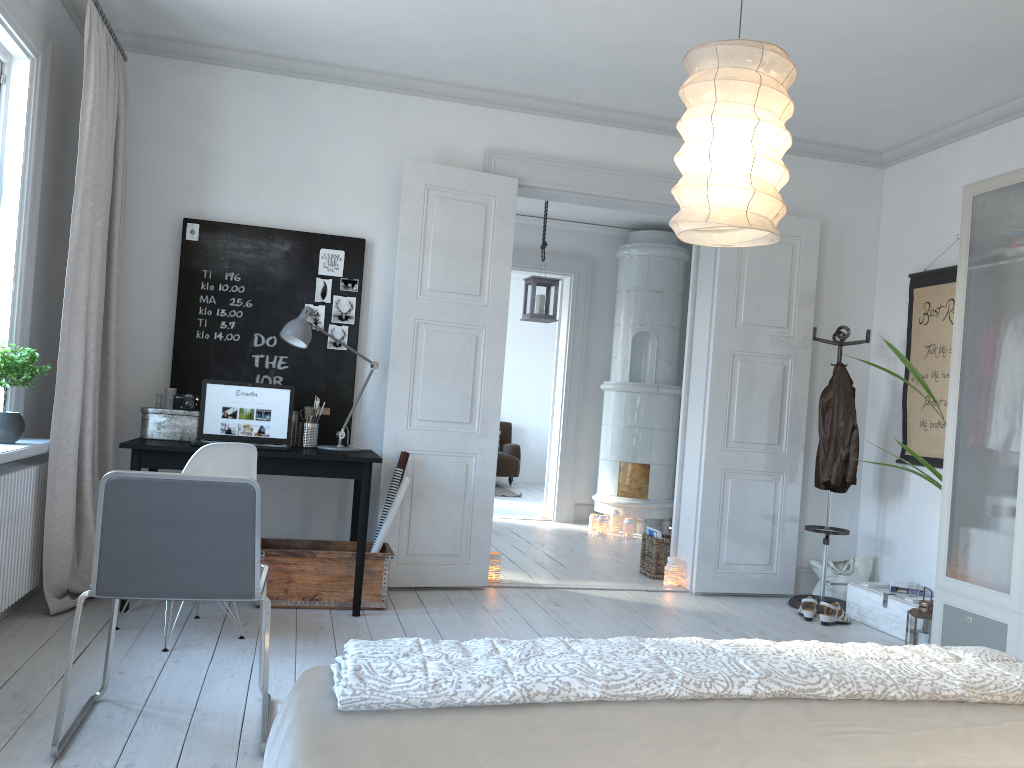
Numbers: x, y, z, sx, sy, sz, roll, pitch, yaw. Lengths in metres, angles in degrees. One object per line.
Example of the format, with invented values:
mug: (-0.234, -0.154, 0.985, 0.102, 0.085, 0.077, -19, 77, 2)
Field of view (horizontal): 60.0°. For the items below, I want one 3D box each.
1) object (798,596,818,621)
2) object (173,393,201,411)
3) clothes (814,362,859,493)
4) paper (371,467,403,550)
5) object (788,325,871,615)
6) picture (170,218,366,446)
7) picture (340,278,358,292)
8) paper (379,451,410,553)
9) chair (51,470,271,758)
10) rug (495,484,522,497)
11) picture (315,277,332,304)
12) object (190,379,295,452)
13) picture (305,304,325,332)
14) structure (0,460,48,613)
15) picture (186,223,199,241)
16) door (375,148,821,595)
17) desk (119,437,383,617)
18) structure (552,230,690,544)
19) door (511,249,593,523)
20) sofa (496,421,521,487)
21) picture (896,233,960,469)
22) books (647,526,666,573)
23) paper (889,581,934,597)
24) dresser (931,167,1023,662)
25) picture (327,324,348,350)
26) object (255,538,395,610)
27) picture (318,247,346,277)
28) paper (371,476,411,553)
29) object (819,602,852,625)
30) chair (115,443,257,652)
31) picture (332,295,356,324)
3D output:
object: (1.659, 1.241, 4.971, 0.099, 0.126, 0.272, 4, -1, 19)
object: (-1.599, 0.087, 4.365, 0.137, 0.087, 0.073, 5, -1, -13)
clothes: (1.910, 0.255, 5.181, 0.237, 0.770, 0.211, 4, -1, 20)
paper: (-0.681, 0.767, 4.602, 0.043, 0.669, 0.266, 4, -1, 32)
object: (1.892, 0.497, 5.251, 0.374, 1.658, 0.374, 4, 0, -6)
picture: (-1.314, -0.253, 4.783, 0.953, 1.172, 0.064, 4, 0, -14)
picture: (-0.890, -0.544, 4.852, 0.095, 0.071, 0.001, 5, 0, -14)
paper: (-0.668, 0.728, 4.676, 0.048, 0.747, 0.297, 4, -1, 32)
chair: (-0.999, 0.647, 2.694, 0.562, 0.797, 0.524, 4, -1, -13)
rug: (-0.856, 1.236, 10.843, 1.710, 0.055, 1.456, 5, -1, -13)
picture: (-1.025, -0.509, 4.820, 0.083, 0.146, 0.002, 4, 0, -14)
object: (-1.286, 0.148, 4.269, 0.446, 0.315, 0.325, 5, -1, -13)
picture: (-1.073, -0.360, 4.808, 0.107, 0.150, 0.001, 4, 0, -14)
structure: (-1.997, 0.604, 3.215, 0.195, 0.547, 1.505, 4, -1, -13)
picture: (-1.679, -0.800, 4.660, 0.061, 0.088, 0.004, 5, 0, -17)
door: (0.528, -0.025, 5.371, 2.599, 2.505, 0.577, 5, 0, -14)
desk: (-1.277, 0.688, 4.366, 1.160, 0.759, 0.651, 5, -1, -13)
structure: (1.102, 0.007, 8.052, 0.800, 2.827, 1.249, 4, -1, 32)
door: (-0.176, -0.004, 8.303, 2.599, 2.505, 0.577, 5, 0, -14)
sofa: (-1.000, 0.846, 11.589, 2.166, 0.824, 0.968, 5, -1, -14)
picture: (2.453, -0.182, 4.934, 0.057, 1.313, 0.793, 4, -1, -13)
books: (1.012, 1.113, 5.900, 0.201, 0.300, 0.179, 4, -1, -13)
paper: (2.181, 1.121, 4.841, 0.221, 0.031, 0.175, 4, -1, 19)
dresser: (2.377, 0.217, 3.296, 0.631, 2.162, 1.432, 4, -1, -13)
picture: (-0.950, -0.257, 4.839, 0.103, 0.136, 0.001, 4, 0, -14)
object: (-0.949, 0.952, 4.447, 0.665, 0.282, 0.339, 5, -1, -14)
picture: (-0.980, -0.666, 4.828, 0.148, 0.154, 0.004, 5, 0, -14)
paper: (-0.668, 0.784, 4.544, 0.283, 0.626, 0.041, 5, -1, -35)
object: (1.780, 1.248, 4.856, 0.272, 0.126, 0.099, 5, -1, -41)
chair: (-1.337, 0.632, 3.693, 0.554, 0.824, 0.475, 4, -1, 42)
picture: (-0.919, -0.408, 4.845, 0.121, 0.152, 0.002, 4, 0, -14)
